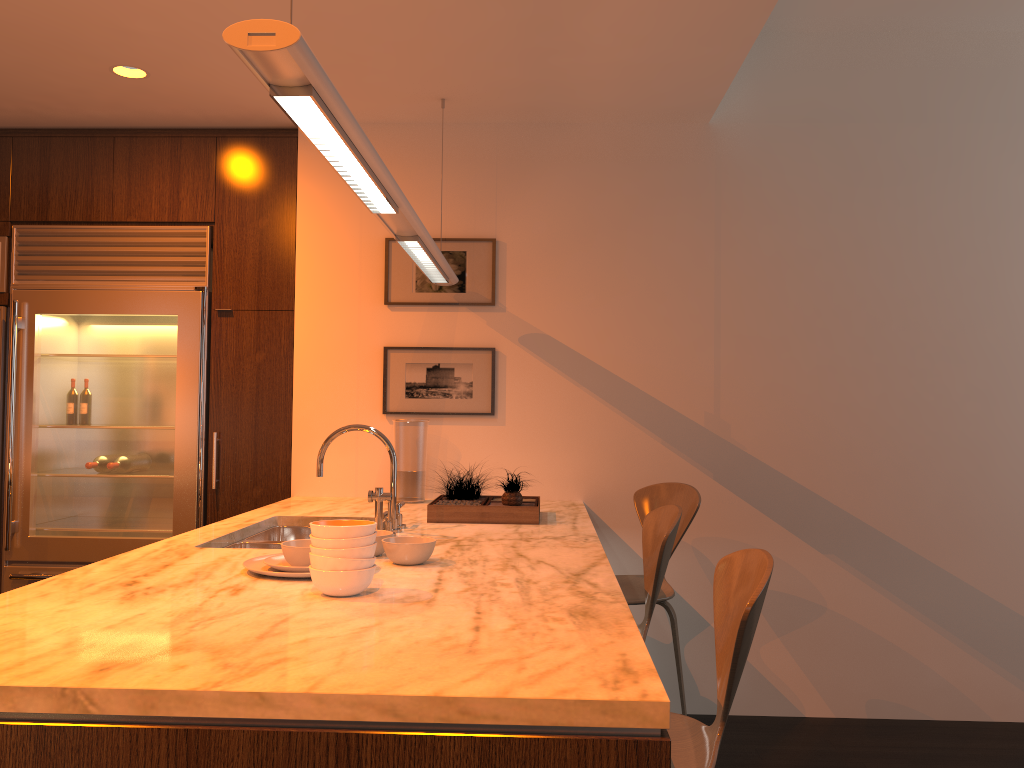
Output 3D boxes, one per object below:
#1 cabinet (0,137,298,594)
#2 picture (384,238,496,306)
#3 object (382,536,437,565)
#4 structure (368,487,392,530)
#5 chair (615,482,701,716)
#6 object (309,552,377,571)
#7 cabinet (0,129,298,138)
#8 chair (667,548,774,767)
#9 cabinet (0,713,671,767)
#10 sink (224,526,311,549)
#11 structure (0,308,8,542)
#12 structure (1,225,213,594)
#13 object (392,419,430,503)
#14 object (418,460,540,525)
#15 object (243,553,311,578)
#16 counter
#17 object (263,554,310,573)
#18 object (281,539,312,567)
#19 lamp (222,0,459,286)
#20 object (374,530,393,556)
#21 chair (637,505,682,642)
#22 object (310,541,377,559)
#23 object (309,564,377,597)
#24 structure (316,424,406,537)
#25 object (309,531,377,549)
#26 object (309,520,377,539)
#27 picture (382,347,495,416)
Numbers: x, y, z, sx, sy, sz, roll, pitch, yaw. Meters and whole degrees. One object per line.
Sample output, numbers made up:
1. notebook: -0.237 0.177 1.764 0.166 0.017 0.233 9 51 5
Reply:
1. cabinet: -2.926 0.134 4.371 3.924 2.540 0.690 1 -2 2
2. picture: -0.319 -0.498 3.937 0.493 0.298 0.012 1 -2 2
3. object: -0.260 0.423 2.238 0.138 0.059 0.139 0 -2 28
4. structure: -0.383 0.381 2.574 0.067 0.161 0.050 1 -2 2
5. chair: 0.384 0.882 3.162 0.506 1.047 0.520 1 -2 -23
6. object: -0.354 0.385 1.855 0.139 0.068 0.140 1 -2 -15
7. cabinet: -1.111 -0.154 1.896 7.728 2.997 5.521 1 -2 2
8. chair: 0.215 0.831 1.642 0.506 1.047 0.520 0 -2 7
9. cabinet: -0.383 0.938 2.548 1.281 0.876 2.713 1 -2 2
10. sink: -0.667 0.592 2.823 0.457 0.176 0.813 1 -2 2
11. structure: -2.695 0.302 4.344 0.743 1.294 0.687 1 -2 2
12. structure: -1.836 0.350 4.286 0.915 2.129 0.687 1 -2 2
13. object: -0.430 0.325 3.755 0.159 0.349 0.159 2 -2 -24
14. object: -0.133 0.373 3.305 0.503 0.231 0.497 1 -2 2
15. object: -0.485 0.436 2.127 0.309 0.021 0.310 1 -2 2
16. counter: -0.379 0.481 2.563 1.280 0.038 2.711 1 -2 2
17. object: -0.485 0.432 2.126 0.216 0.025 0.217 0 -2 19
18. object: -0.484 0.411 2.127 0.138 0.059 0.139 0 -2 28
19. lamp: -0.329 -0.832 2.579 0.120 0.765 2.465 1 -2 2
20. object: -0.385 0.425 2.355 0.138 0.059 0.139 0 -2 28
21. chair: 0.203 0.856 2.435 0.506 1.047 0.520 1 -2 2
22. object: -0.353 0.363 1.856 0.139 0.062 0.140 1 -2 2
23. object: -0.354 0.409 1.854 0.139 0.059 0.140 1 -2 -6
24. structure: -0.406 0.300 2.846 0.321 0.341 0.310 -1 -2 40
25. object: -0.353 0.341 1.856 0.139 0.064 0.140 2 -2 -24
26. object: -0.353 0.320 1.857 0.139 0.062 0.140 0 -2 11
27. picture: -0.323 -0.013 3.921 0.496 0.300 0.012 1 -2 2
